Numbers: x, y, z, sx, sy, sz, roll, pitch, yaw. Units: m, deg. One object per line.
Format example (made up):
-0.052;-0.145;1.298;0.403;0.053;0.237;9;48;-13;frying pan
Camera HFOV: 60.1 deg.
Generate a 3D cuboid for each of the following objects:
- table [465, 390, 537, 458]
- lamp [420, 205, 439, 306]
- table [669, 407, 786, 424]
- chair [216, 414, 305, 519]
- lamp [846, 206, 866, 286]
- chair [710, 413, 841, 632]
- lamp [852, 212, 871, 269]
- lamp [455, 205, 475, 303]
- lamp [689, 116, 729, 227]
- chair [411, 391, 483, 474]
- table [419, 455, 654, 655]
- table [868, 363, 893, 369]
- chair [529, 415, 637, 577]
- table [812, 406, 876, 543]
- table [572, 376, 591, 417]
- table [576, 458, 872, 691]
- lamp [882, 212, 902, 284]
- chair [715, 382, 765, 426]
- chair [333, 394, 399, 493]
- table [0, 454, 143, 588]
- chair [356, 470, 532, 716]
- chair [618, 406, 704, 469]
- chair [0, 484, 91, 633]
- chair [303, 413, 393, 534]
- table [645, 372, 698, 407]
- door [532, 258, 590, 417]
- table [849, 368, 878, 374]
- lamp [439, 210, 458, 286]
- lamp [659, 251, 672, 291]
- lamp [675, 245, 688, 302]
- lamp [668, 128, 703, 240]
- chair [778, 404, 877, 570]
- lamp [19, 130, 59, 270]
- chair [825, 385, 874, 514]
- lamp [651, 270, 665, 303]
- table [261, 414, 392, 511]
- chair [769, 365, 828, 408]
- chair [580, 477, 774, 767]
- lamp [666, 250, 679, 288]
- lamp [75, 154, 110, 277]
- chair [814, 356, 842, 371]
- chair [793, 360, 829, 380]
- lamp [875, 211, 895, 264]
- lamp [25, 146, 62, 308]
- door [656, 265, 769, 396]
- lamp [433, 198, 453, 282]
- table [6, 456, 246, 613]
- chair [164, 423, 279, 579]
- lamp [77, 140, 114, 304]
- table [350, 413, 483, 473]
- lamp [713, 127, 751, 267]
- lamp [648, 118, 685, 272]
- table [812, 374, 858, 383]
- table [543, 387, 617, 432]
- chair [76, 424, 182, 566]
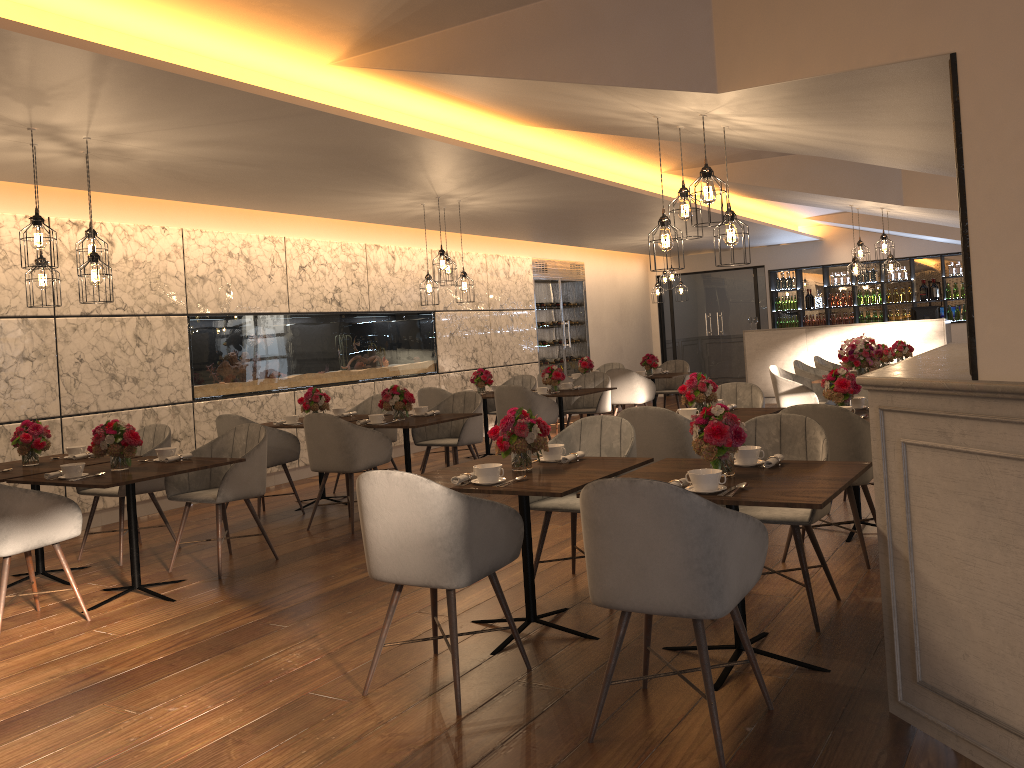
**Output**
-0.285;0.469;9.807;0.895;0.721;0.898;-3;2;32;table
-0.852;-1.790;8.506;0.175;2.071;0.175;-4;0;34;lamp
1.296;0.569;5.956;0.895;0.721;0.898;-3;2;32;table
-2.044;0.649;7.090;0.564;0.873;0.527;-3;1;32;chair
3.557;-2.067;9.303;0.175;2.071;0.175;-4;0;34;lamp
1.198;0.598;4.066;0.564;0.873;0.527;-3;1;32;chair
3.718;-2.286;9.583;0.175;2.071;0.175;-4;0;34;lamp
-0.510;-1.809;8.442;0.175;2.071;0.175;-4;0;34;lamp
0.940;-1.841;4.504;0.175;2.071;0.175;-4;0;34;lamp
-0.517;0.518;7.702;0.564;0.873;0.527;-3;1;32;chair
0.068;0.751;3.983;0.895;0.721;0.898;-3;2;32;table
4.483;0.143;10.165;0.895;0.721;0.898;-3;2;32;table
0.385;0.624;4.573;0.564;0.873;0.527;-3;1;32;chair
2.108;0.543;5.448;0.895;0.721;0.898;-3;2;32;table
1.023;0.275;11.910;0.895;0.721;0.898;-3;2;32;table
0.881;0.725;3.475;0.895;0.721;0.898;-3;2;32;table
3.899;-2.085;9.239;0.175;2.071;0.175;-4;0;34;lamp
1.613;0.441;6.546;0.564;0.873;0.527;-3;1;32;chair
-1.330;0.544;8.210;0.564;0.873;0.527;-3;1;32;chair
-2.955;0.866;5.516;0.895;0.721;0.898;-3;2;32;table
-0.289;0.727;3.429;0.564;0.873;0.527;-3;1;32;chair
0.938;0.545;5.402;0.564;0.873;0.527;-3;1;32;chair
-2.540;0.817;4.480;0.564;0.873;0.527;-3;1;32;chair
-1.231;0.623;6.583;0.564;0.873;0.527;-3;1;32;chair
1.835;0.249;11.403;0.895;0.721;0.898;-3;2;32;table
0.829;-0.740;14.076;0.134;2.469;1.861;-4;1;32;door
3.987;0.216;9.368;0.895;0.721;0.898;-3;2;32;table
-0.691;-2.009;8.786;0.175;2.071;0.175;-4;0;34;lamp
2.293;-2.471;13.585;0.175;2.071;0.175;-4;0;34;lamp
2.474;-2.271;13.241;0.175;2.071;0.175;-4;0;34;lamp
0.945;-1.874;5.126;0.175;2.071;0.175;-4;0;34;lamp
1.750;0.519;4.894;0.564;0.873;0.527;-3;1;32;chair
-2.699;-1.679;4.945;0.175;2.071;0.175;-4;0;34;lamp
2.425;0.416;6.038;0.564;0.873;0.527;-3;1;32;chair
2.132;-2.252;13.306;0.175;2.071;0.175;-4;0;34;lamp
-1.647;0.672;7.620;0.895;0.721;0.898;-3;2;32;table
2.898;0.236;8.894;0.525;0.873;0.566;-3;1;32;chair
0.523;0.701;2.922;0.564;0.873;0.527;-3;1;32;chair
2.289;-2.438;12.963;0.175;2.071;0.175;-4;0;34;lamp
-2.694;-1.712;5.567;0.175;2.071;0.175;-4;0;34;lamp
3.890;0.088;10.488;0.525;0.873;0.566;-3;1;32;chair
3.394;0.162;9.691;0.525;0.873;0.566;-3;1;32;chair
3.713;-2.253;8.961;0.175;2.071;0.175;-4;0;34;lamp
-2.855;-1.492;5.287;0.175;2.071;0.175;-4;0;34;lamp
3.814;-0.959;16.616;2.103;2.335;0.274;-3;0;32;door
-0.696;-1.976;8.164;0.175;2.071;0.175;-4;0;34;lamp
-2.143;0.840;5.009;0.895;0.721;0.898;-3;2;32;table
-1.825;0.713;5.599;0.564;0.873;0.527;-3;1;32;chair
-2.513;-1.511;5.223;0.175;2.071;0.175;-4;0;34;lamp
-0.834;0.646;7.112;0.895;0.721;0.898;-3;2;32;table
1.126;-1.673;4.781;0.175;2.071;0.175;-4;0;34;lamp
0.784;-1.655;4.846;0.175;2.071;0.175;-4;0;34;lamp
3.491;0.290;8.571;0.895;0.721;0.898;-3;2;32;table
0.527;0.443;9.300;0.895;0.721;0.898;-3;2;32;table
-2.638;0.739;6.107;0.564;0.873;0.527;-3;1;32;chair
